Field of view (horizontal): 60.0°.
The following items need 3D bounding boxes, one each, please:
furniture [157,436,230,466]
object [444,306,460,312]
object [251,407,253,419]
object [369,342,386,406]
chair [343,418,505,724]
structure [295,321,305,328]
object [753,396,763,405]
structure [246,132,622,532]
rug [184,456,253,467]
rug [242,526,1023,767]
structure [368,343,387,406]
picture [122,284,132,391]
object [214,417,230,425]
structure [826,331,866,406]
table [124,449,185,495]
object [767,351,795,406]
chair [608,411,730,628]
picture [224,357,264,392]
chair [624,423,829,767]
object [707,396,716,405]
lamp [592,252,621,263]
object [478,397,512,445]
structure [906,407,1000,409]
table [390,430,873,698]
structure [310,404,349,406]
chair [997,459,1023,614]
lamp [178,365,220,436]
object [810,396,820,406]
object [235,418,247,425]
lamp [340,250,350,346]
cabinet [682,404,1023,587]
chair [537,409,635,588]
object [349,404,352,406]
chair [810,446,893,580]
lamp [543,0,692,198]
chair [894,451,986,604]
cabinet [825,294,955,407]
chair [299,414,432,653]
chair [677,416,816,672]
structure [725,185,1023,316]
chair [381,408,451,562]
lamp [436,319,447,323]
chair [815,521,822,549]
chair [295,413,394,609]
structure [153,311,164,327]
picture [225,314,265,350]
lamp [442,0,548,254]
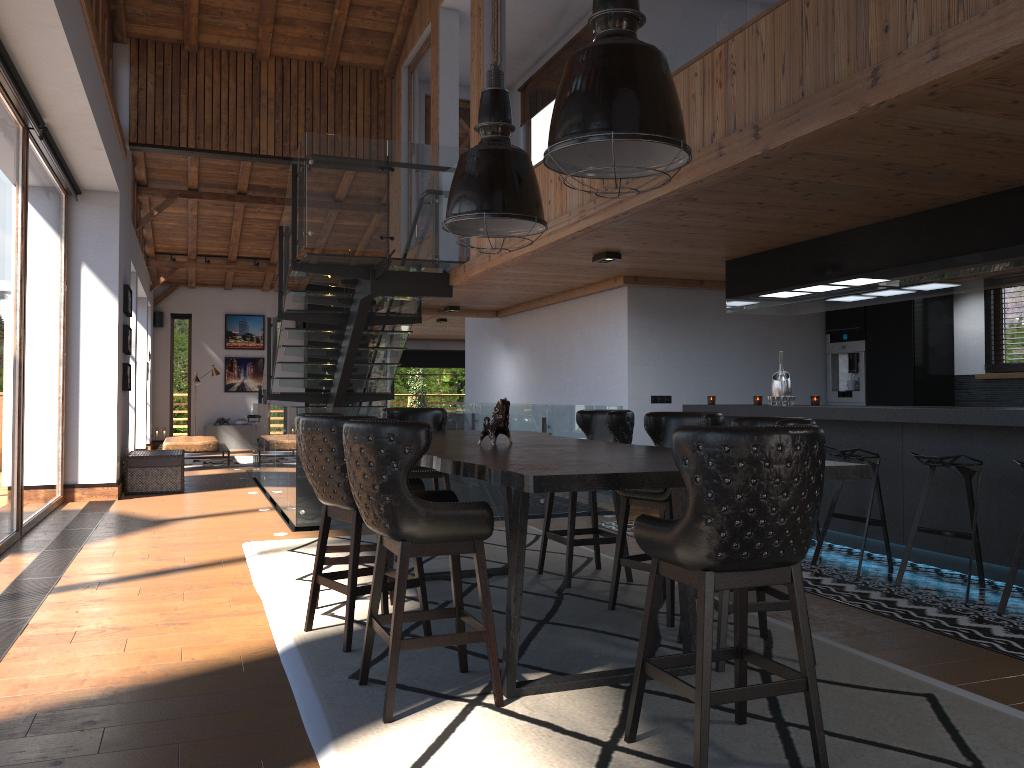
[{"bbox_3d":[-5.813,1.195,16.149,1.185,0.437,2.737,0,-1,-20],"label":"furniture"},{"bbox_3d":[-0.808,-1.011,11.906,0.156,0.068,0.259,0,-1,-20],"label":"object"},{"bbox_3d":[-5.840,0.683,20.380,0.422,0.532,0.262,-1,-2,38],"label":"object"},{"bbox_3d":[-3.309,0.187,21.464,0.497,2.613,0.462,1,-2,-21],"label":"object"},{"bbox_3d":[-0.367,0.681,3.421,0.573,1.092,0.500,1,-2,-22],"label":"chair"},{"bbox_3d":[-5.023,-1.434,21.030,0.215,0.349,0.212,1,-1,-20],"label":"structure"},{"bbox_3d":[2.114,0.143,7.620,0.078,0.081,0.080,-1,-1,34],"label":"object"},{"bbox_3d":[-3.565,0.924,9.009,9.284,6.400,10.935,0,-1,-20],"label":"structure"},{"bbox_3d":[-4.526,1.390,16.426,3.838,0.053,2.412,0,-1,-20],"label":"rug"},{"bbox_3d":[-0.059,1.250,5.021,2.572,0.047,5.585,0,-1,-20],"label":"rug"},{"bbox_3d":[-3.300,0.181,21.458,0.506,2.618,0.507,1,-2,-20],"label":"structure"},{"bbox_3d":[-4.894,-0.570,11.280,0.059,1.312,0.768,1,-2,-20],"label":"picture"},{"bbox_3d":[-6.579,0.849,20.165,0.402,0.183,0.228,0,-1,23],"label":"object"},{"bbox_3d":[3.630,-0.080,9.533,0.257,0.946,0.592,1,-1,-20],"label":"structure"},{"bbox_3d":[-4.569,1.113,11.384,0.689,0.470,1.244,0,-1,-20],"label":"table"},{"bbox_3d":[2.249,-0.046,7.404,0.228,0.452,0.223,1,-2,-20],"label":"object"},{"bbox_3d":[0.876,0.700,4.825,0.575,1.092,0.498,1,-2,-37],"label":"chair"},{"bbox_3d":[-6.222,-0.212,20.618,0.886,0.816,0.035,0,-2,-21],"label":"picture"},{"bbox_3d":[0.709,0.672,2.828,0.508,1.092,0.563,1,-2,-21],"label":"chair"},{"bbox_3d":[1.853,0.151,8.233,0.079,0.081,0.079,0,-1,14],"label":"object"},{"bbox_3d":[0.799,-1.074,7.485,0.156,0.068,0.259,0,-1,-20],"label":"lamp"},{"bbox_3d":[-0.091,0.196,4.643,0.114,0.253,0.223,-1,-2,32],"label":"object"},{"bbox_3d":[3.013,0.167,5.888,0.508,0.017,0.605,0,-1,-20],"label":"structure"},{"bbox_3d":[-0.006,0.790,4.711,1.441,0.950,3.765,0,-1,-20],"label":"table"},{"bbox_3d":[-4.264,0.724,20.933,0.990,0.514,0.182,0,-2,-21],"label":"structure"},{"bbox_3d":[2.927,0.823,4.646,0.473,0.840,0.534,1,-1,-19],"label":"chair"},{"bbox_3d":[-6.785,0.511,19.165,0.527,1.899,1.322,0,-1,1],"label":"lamp"},{"bbox_3d":[2.524,0.139,7.374,0.078,0.081,0.080,-1,-1,34],"label":"object"},{"bbox_3d":[-6.213,0.863,20.326,0.283,0.161,0.257,0,-1,-18],"label":"object"},{"bbox_3d":[-3.470,-1.776,18.667,0.264,2.202,0.794,1,-2,-29],"label":"lamp"},{"bbox_3d":[2.833,0.716,6.257,0.896,1.104,4.761,0,-1,-20],"label":"cabinet"},{"bbox_3d":[0.503,0.713,5.704,0.573,1.092,0.500,1,-2,-22],"label":"chair"},{"bbox_3d":[-3.778,0.973,20.716,0.305,1.018,0.310,-1,-2,25],"label":"object"},{"bbox_3d":[2.371,0.843,6.013,0.472,0.840,0.535,0,-1,-14],"label":"chair"},{"bbox_3d":[0.439,-3.138,3.772,0.616,4.686,0.627,-1,-2,24],"label":"lamp"},{"bbox_3d":[2.690,0.834,5.378,0.473,0.840,0.534,1,-1,-23],"label":"chair"},{"bbox_3d":[4.790,0.086,6.890,0.547,2.381,6.377,1,-1,-20],"label":"cabinet"},{"bbox_3d":[-0.740,0.693,4.301,0.575,1.092,0.498,1,-2,-37],"label":"chair"},{"bbox_3d":[1.093,0.698,4.037,0.571,1.092,0.501,0,-1,-12],"label":"chair"},{"bbox_3d":[2.780,-0.886,6.480,0.716,0.476,3.223,0,-1,-20],"label":"structure"},{"bbox_3d":[-0.707,0.725,6.563,0.508,1.092,0.563,1,-2,-21],"label":"chair"},{"bbox_3d":[-1.371,-1.238,17.299,0.156,0.068,0.259,0,-1,-20],"label":"lamp"},{"bbox_3d":[2.173,0.854,6.770,0.473,0.840,0.534,1,-1,-23],"label":"chair"},{"bbox_3d":[-0.957,0.714,5.088,0.571,1.092,0.501,0,-1,-12],"label":"chair"},{"bbox_3d":[-7.941,-1.449,19.909,0.215,0.349,0.212,1,-1,-20],"label":"structure"},{"bbox_3d":[-6.222,-1.206,20.646,0.886,0.816,0.035,0,-2,-21],"label":"picture"},{"bbox_3d":[-0.100,-3.117,5.256,0.616,4.686,0.627,-1,-2,24],"label":"lamp"}]
